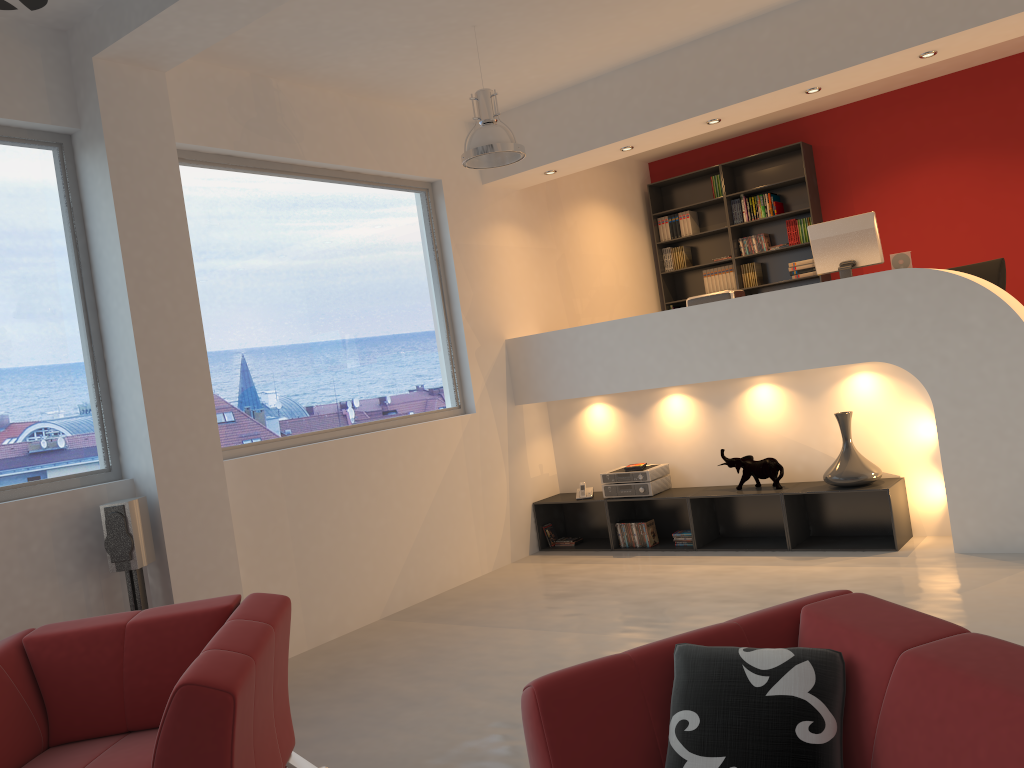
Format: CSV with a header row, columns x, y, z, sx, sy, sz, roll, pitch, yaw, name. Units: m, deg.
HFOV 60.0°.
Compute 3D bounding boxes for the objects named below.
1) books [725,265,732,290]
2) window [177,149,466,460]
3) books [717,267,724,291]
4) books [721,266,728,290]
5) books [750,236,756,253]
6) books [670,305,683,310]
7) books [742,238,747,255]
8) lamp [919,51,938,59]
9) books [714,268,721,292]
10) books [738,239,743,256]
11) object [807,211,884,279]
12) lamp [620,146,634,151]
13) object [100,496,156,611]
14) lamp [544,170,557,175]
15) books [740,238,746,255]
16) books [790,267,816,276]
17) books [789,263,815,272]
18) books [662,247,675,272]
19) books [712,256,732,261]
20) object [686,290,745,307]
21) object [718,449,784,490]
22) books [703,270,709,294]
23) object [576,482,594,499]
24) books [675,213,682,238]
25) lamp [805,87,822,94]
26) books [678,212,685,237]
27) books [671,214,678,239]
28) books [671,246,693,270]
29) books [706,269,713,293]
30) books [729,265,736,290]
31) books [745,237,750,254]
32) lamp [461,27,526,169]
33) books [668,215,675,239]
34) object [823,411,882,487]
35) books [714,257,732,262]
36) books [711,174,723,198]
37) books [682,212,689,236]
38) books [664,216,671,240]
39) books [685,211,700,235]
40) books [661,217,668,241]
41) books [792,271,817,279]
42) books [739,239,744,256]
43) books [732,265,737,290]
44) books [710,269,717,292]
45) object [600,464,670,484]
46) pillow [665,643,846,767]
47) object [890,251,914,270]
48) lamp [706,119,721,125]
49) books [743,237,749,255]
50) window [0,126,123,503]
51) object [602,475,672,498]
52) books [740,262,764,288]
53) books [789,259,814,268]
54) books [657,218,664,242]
x,y,z,sx,sy,sz,roll,pitch,yaw,name
2.230,-1.067,8.982,0.040,0.260,0.200,-8,1,37,books
-1.235,-0.540,5.893,0.100,1.800,2.400,-8,1,37,window
2.166,-1.058,9.031,0.040,0.260,0.200,-8,1,37,books
2.198,-1.062,9.006,0.040,0.260,0.200,-8,1,37,books
2.426,-1.379,8.825,0.031,0.190,0.135,-8,1,37,books
1.862,-0.708,9.282,0.341,0.286,0.231,-8,1,37,books
2.354,-1.369,8.879,0.031,0.190,0.135,-8,1,37,books
2.523,-1.995,5.376,0.105,0.011,0.105,-8,0,26,lamp
2.133,-1.053,9.055,0.040,0.260,0.200,-8,1,37,books
2.319,-1.364,8.906,0.031,0.190,0.135,-8,1,37,books
2.324,-0.922,6.156,0.458,0.452,0.230,-8,1,37,object
0.860,-1.759,6.636,0.105,0.011,0.105,-8,0,26,lamp
-1.804,1.116,4.304,0.214,1.112,0.229,-8,0,2,object
0.306,-1.680,7.056,0.105,0.011,0.105,-8,1,41,lamp
2.343,-1.367,8.888,0.031,0.190,0.135,-8,1,37,books
2.829,-1.081,8.517,0.260,0.040,0.200,-8,1,37,books
2.819,-1.120,8.518,0.260,0.040,0.200,-8,1,36,books
1.687,-1.307,9.371,0.090,0.256,0.181,-8,1,37,books
2.154,-1.282,9.038,0.190,0.015,0.135,-8,1,37,books
1.615,-0.594,6.819,0.397,0.217,0.458,-8,1,37,object
1.703,0.596,6.301,0.191,0.296,0.507,-9,1,-38,object
2.037,-1.040,9.128,0.040,0.260,0.200,-8,1,37,books
0.573,0.837,7.033,0.130,0.117,0.146,-8,0,12,object
1.776,-1.641,9.251,0.040,0.260,0.200,-8,1,37,books
1.969,-1.916,5.796,0.105,0.011,0.105,-8,0,26,lamp
1.809,-1.646,9.227,0.040,0.260,0.200,-8,1,37,books
1.744,-1.637,9.276,0.040,0.260,0.200,-8,1,37,books
1.783,-1.313,9.298,0.146,0.240,0.170,-8,1,37,books
2.070,-1.044,9.103,0.040,0.260,0.200,-8,1,37,books
2.262,-1.072,8.957,0.040,0.260,0.200,-8,1,37,books
2.378,-1.372,8.861,0.031,0.190,0.135,-8,1,37,books
-0.164,-1.709,5.205,0.379,0.800,0.379,-8,0,8,lamp
1.712,-1.632,9.300,0.040,0.260,0.200,-8,1,37,books
2.225,0.428,5.864,0.369,0.481,0.369,-8,0,2,object
2.171,-1.269,9.027,0.190,0.015,0.135,-8,1,37,books
2.126,-1.985,8.967,0.146,0.240,0.170,-8,1,37,books
1.841,-1.650,9.202,0.040,0.260,0.200,-8,1,37,books
1.680,-1.628,9.324,0.040,0.260,0.200,-8,1,37,books
1.873,-1.655,9.178,0.040,0.260,0.200,-8,1,37,books
1.648,-1.623,9.348,0.040,0.260,0.200,-8,1,37,books
2.851,-1.044,8.509,0.260,0.040,0.200,-8,1,38,books
2.331,-1.365,8.897,0.031,0.190,0.135,-8,1,37,books
2.294,-1.076,8.933,0.040,0.260,0.200,-8,1,37,books
2.101,-1.049,9.079,0.040,0.260,0.200,-8,1,37,books
0.949,0.693,6.846,0.430,0.077,0.349,-8,1,37,object
0.551,0.795,2.021,0.402,0.343,0.288,-8,0,29,pillow
2.637,-0.813,5.999,0.133,0.147,0.151,-8,0,20,object
1.414,-1.838,6.216,0.105,0.011,0.105,-8,0,26,lamp
2.366,-1.370,8.870,0.031,0.190,0.135,-8,1,37,books
-2.895,-0.279,3.653,0.100,1.800,2.400,-8,1,37,window
0.958,0.791,6.841,0.430,0.100,0.365,-8,1,37,object
2.402,-1.081,8.867,0.146,0.240,0.170,-8,1,37,books
2.816,-1.160,8.505,0.260,0.040,0.200,-8,1,37,books
1.616,-1.618,9.373,0.040,0.260,0.200,-8,1,37,books
